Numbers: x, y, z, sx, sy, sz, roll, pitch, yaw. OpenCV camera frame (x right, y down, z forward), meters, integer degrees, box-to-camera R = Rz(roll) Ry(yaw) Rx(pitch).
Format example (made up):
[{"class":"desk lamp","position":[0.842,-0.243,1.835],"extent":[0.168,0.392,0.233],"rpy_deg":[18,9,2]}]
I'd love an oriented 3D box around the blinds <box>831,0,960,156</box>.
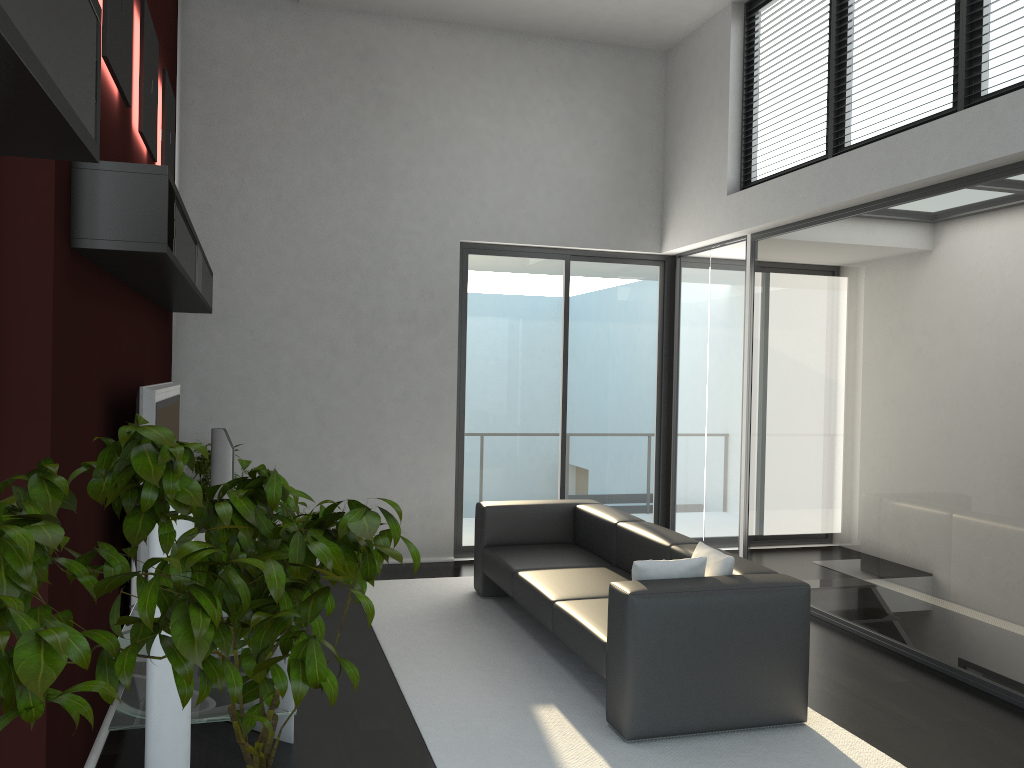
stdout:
[{"class":"blinds","position":[2.277,-2.171,5.285],"extent":[0.048,1.372,1.076],"rpy_deg":[1,1,-16]}]

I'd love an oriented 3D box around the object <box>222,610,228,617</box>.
[{"class":"object","position":[-1.372,1.041,4.332],"extent":[0.273,0.073,0.439],"rpy_deg":[1,1,-16]}]

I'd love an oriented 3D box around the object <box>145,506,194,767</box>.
[{"class":"object","position":[-1.258,0.927,3.269],"extent":[0.215,1.141,0.228],"rpy_deg":[1,1,-31]}]

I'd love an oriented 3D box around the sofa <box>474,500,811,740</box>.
[{"class":"sofa","position":[0.546,1.192,5.230],"extent":[0.943,0.652,2.781],"rpy_deg":[1,1,-16]}]

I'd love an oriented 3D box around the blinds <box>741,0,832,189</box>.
[{"class":"blinds","position":[1.963,-2.190,6.360],"extent":[0.048,1.372,1.076],"rpy_deg":[1,1,-16]}]

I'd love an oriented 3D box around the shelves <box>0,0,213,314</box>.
[{"class":"shelves","position":[-1.369,-0.610,3.127],"extent":[0.305,0.301,6.988],"rpy_deg":[1,1,-16]}]

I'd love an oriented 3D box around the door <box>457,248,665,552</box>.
[{"class":"door","position":[0.459,0.156,7.866],"extent":[1.900,2.600,0.050],"rpy_deg":[1,1,-16]}]

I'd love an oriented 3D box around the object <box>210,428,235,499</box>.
[{"class":"object","position":[-2.002,0.879,6.123],"extent":[0.215,1.141,0.228],"rpy_deg":[1,1,-1]}]

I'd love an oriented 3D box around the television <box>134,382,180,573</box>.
[{"class":"television","position":[-1.798,0.403,4.511],"extent":[0.099,0.807,1.436],"rpy_deg":[1,1,-16]}]

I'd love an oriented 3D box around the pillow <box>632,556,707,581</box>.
[{"class":"pillow","position":[0.717,0.986,4.182],"extent":[0.376,0.358,0.186],"rpy_deg":[1,1,-15]}]

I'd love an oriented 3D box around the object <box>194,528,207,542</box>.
[{"class":"object","position":[-2.089,1.206,5.725],"extent":[0.323,0.518,0.286],"rpy_deg":[1,1,-16]}]

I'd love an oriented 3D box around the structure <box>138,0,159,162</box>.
[{"class":"structure","position":[-1.949,-1.596,4.724],"extent":[0.055,0.676,0.678],"rpy_deg":[1,1,-16]}]

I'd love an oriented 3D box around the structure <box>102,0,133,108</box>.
[{"class":"structure","position":[-1.639,-1.577,3.660],"extent":[0.055,0.676,0.678],"rpy_deg":[1,1,-16]}]

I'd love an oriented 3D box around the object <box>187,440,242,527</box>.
[{"class":"object","position":[-2.211,0.930,6.543],"extent":[0.507,1.068,0.599],"rpy_deg":[1,1,-31]}]

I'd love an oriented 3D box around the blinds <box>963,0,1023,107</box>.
[{"class":"blinds","position":[2.591,-2.152,4.210],"extent":[0.048,1.372,1.076],"rpy_deg":[1,1,-16]}]

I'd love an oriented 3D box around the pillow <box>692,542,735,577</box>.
[{"class":"pillow","position":[0.947,0.988,4.352],"extent":[0.169,0.361,0.376],"rpy_deg":[1,1,-15]}]

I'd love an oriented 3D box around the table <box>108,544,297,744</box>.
[{"class":"table","position":[-1.558,0.954,4.617],"extent":[0.771,1.093,2.046],"rpy_deg":[1,1,-16]}]

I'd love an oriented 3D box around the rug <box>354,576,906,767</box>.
[{"class":"rug","position":[0.215,1.529,5.127],"extent":[1.875,0.009,3.695],"rpy_deg":[1,1,-16]}]

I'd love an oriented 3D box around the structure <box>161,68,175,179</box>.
[{"class":"structure","position":[-2.260,-1.615,5.787],"extent":[0.055,0.676,0.678],"rpy_deg":[1,1,-16]}]

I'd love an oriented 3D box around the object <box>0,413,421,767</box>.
[{"class":"object","position":[-0.493,0.803,1.360],"extent":[0.646,1.515,0.994],"rpy_deg":[1,1,-24]}]
